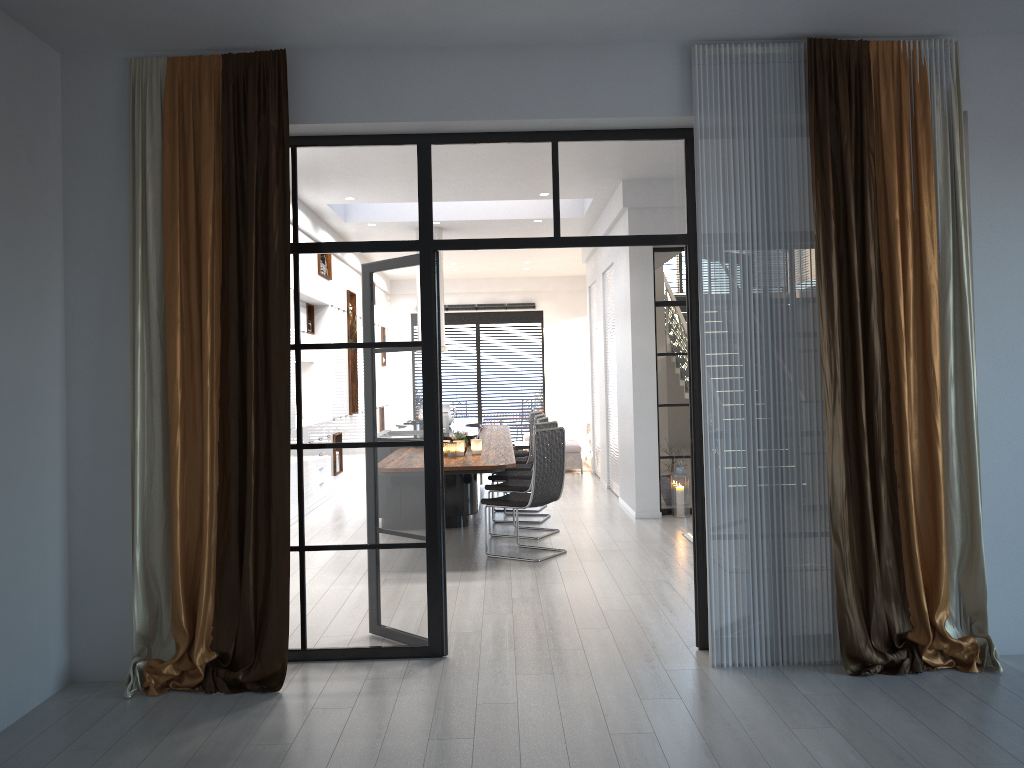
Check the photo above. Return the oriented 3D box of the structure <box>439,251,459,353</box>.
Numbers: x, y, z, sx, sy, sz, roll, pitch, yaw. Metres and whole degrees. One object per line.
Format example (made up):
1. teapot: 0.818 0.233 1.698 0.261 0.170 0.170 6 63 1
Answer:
1. structure: -1.044 -1.186 11.356 0.695 1.609 1.043 -1 -1 -2

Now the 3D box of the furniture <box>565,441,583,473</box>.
1. furniture: 0.646 1.077 13.205 0.699 0.460 0.699 -1 0 -6

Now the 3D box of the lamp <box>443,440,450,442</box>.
1. lamp: -0.558 0.531 7.339 0.095 0.124 0.095 -2 0 16

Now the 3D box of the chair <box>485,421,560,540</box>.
1. chair: 0.092 0.855 8.093 0.536 1.019 0.471 -2 -1 29

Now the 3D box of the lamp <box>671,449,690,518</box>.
1. lamp: 1.671 0.985 8.830 0.148 0.665 0.157 -1 -1 -1

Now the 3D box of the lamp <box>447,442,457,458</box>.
1. lamp: -0.482 0.534 7.168 0.078 0.120 0.078 -1 -1 -18

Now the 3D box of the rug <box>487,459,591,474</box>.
1. rug: 0.408 1.292 14.364 1.623 0.020 2.519 -1 0 -1

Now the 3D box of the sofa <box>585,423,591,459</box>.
1. sofa: 1.700 0.861 14.127 0.898 0.825 2.093 -1 0 -1

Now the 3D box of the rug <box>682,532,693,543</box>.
1. rug: 2.651 1.294 7.104 2.276 0.020 1.585 -1 0 -1

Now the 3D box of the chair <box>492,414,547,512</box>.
1. chair: 0.064 0.843 9.630 0.536 1.019 0.471 -2 -1 14

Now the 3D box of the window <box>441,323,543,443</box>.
1. window: 2.338 -1.402 17.841 8.566 5.063 0.462 -1 -1 -2

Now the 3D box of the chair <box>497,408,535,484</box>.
1. chair: 0.027 0.829 11.406 0.537 1.019 0.470 -1 -1 -1

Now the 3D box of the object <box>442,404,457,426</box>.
1. object: -0.764 0.355 10.107 0.211 0.254 0.183 -2 -1 34

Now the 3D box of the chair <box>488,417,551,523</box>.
1. chair: 0.073 0.849 8.911 0.536 1.019 0.471 -2 -1 14

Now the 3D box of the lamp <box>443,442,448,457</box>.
1. lamp: -0.555 0.535 7.233 0.078 0.120 0.078 -1 -1 -18

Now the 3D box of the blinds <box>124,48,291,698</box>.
1. blinds: -1.442 -0.090 4.215 0.811 3.046 0.254 -1 -1 -1

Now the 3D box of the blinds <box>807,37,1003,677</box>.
1. blinds: 1.858 -0.172 4.247 0.811 3.046 0.254 -1 -1 0

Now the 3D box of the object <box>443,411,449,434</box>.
1. object: -0.659 0.381 8.776 0.071 0.219 0.071 -2 -1 25

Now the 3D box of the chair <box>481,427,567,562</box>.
1. chair: 0.094 0.863 7.155 0.536 1.019 0.471 -2 -1 34

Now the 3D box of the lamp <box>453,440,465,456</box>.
1. lamp: -0.435 0.529 7.269 0.095 0.124 0.095 -1 0 -8

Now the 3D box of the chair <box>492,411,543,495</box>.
1. chair: 0.050 0.837 10.443 0.536 1.019 0.471 -2 -1 19

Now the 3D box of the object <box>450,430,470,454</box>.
1. object: -0.430 0.486 7.408 0.151 0.206 0.157 -2 0 16

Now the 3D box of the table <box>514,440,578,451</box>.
1. table: 0.546 1.125 14.313 1.000 0.350 1.000 -1 0 -1

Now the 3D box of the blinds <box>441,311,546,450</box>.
1. blinds: -0.649 -0.056 17.434 2.585 2.721 0.358 -1 -1 -1

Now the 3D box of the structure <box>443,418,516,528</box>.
1. structure: -0.685 0.931 9.228 1.377 0.887 5.639 -1 0 -1

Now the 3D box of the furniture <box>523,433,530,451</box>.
1. furniture: 0.544 1.060 15.516 0.699 0.460 0.699 -1 0 -1

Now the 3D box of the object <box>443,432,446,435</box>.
1. object: -0.699 0.481 8.620 0.111 0.023 0.111 -1 0 12

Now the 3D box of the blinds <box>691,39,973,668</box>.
1. blinds: 1.572 -0.158 4.344 1.301 3.070 0.052 -1 -1 0

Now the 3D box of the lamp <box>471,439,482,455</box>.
1. lamp: -0.296 0.524 7.386 0.095 0.124 0.095 -2 -1 32
